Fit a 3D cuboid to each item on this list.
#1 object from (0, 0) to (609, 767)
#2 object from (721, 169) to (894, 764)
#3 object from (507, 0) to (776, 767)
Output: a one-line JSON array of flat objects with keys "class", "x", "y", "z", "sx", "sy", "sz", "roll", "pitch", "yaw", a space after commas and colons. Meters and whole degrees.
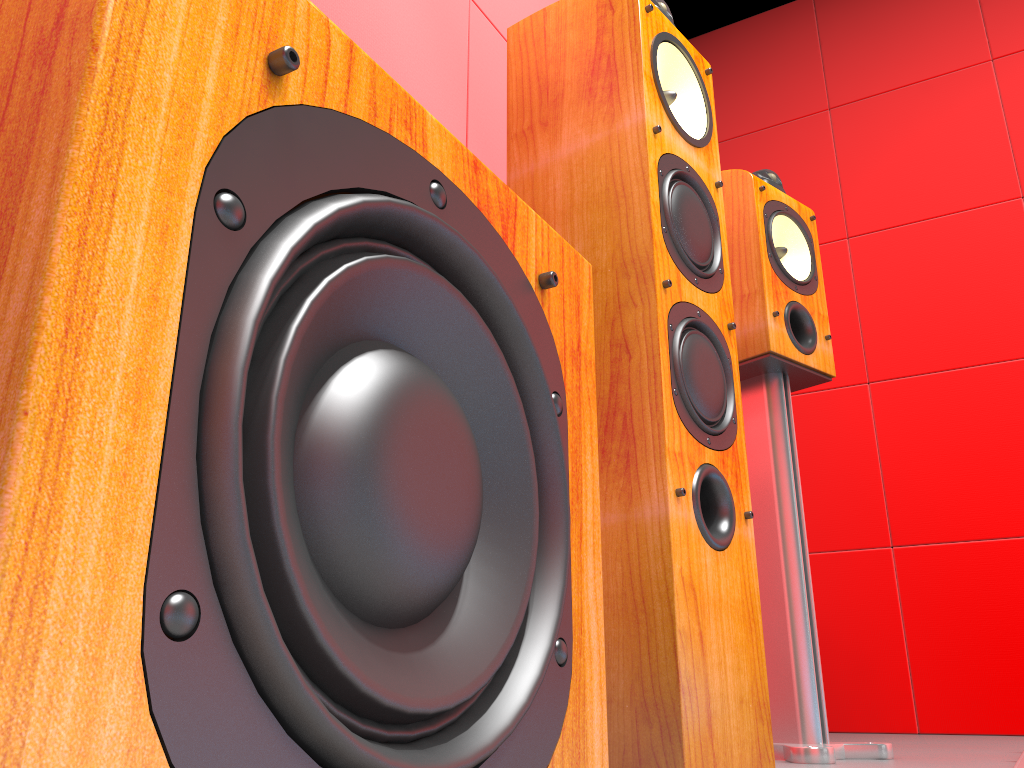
[{"class": "object", "x": -0.183, "y": 0.066, "z": 0.462, "sx": 0.360, "sy": 0.360, "sz": 0.360, "roll": -11, "pitch": -22, "yaw": 28}, {"class": "object", "x": 0.442, "y": 0.103, "z": 1.605, "sx": 0.231, "sy": 1.058, "sz": 0.265, "roll": 16, "pitch": -25, "yaw": -37}, {"class": "object", "x": 0.148, "y": -0.051, "z": 1.166, "sx": 0.238, "sy": 1.052, "sz": 0.203, "roll": -16, "pitch": -25, "yaw": 37}]
